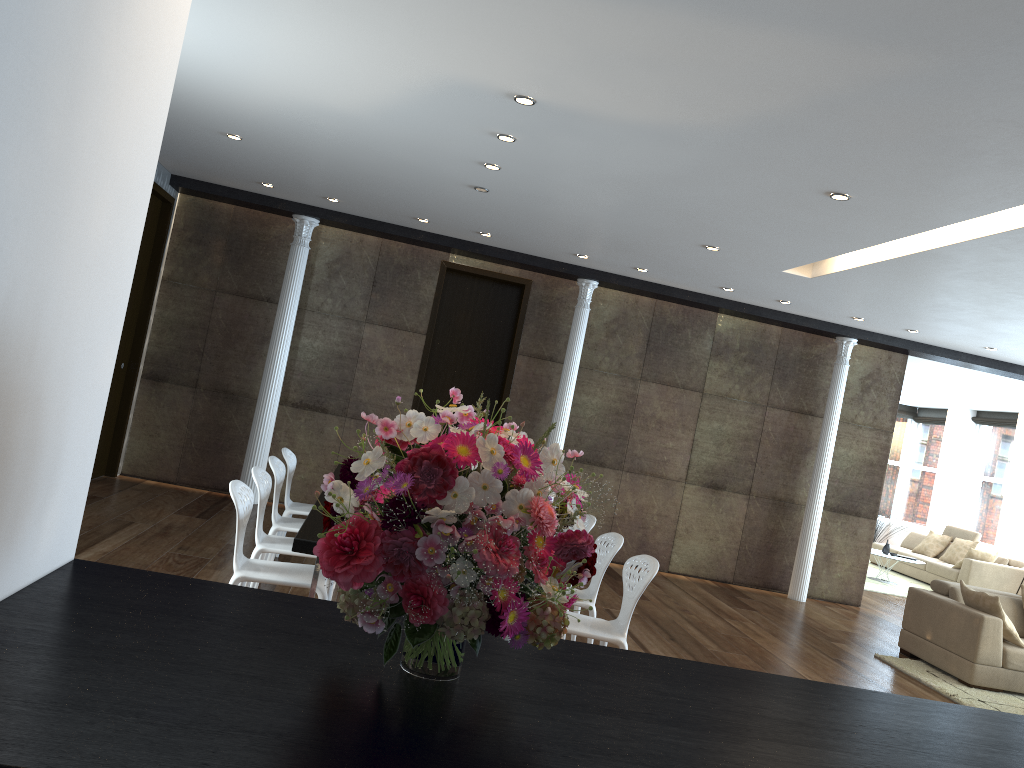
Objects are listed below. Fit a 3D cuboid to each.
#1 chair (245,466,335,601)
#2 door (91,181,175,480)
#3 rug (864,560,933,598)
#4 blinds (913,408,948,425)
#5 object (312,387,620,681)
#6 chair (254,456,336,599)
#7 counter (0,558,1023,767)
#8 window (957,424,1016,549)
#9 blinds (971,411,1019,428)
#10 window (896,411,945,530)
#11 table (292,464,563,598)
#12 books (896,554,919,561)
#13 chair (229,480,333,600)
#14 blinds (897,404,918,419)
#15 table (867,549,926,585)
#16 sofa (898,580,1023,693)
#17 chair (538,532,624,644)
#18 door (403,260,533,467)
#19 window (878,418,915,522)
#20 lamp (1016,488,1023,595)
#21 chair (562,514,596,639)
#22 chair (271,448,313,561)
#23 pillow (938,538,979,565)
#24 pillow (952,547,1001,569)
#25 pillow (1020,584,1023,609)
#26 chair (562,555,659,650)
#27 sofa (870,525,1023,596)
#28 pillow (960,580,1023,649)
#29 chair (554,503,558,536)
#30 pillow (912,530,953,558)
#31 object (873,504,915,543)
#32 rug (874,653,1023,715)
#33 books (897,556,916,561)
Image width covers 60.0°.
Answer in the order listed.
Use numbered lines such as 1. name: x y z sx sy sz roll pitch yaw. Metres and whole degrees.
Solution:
1. chair: -1.274 0.935 5.075 0.581 0.835 0.495 12 -1 -8
2. door: -3.673 -0.481 8.270 0.246 2.814 1.000 12 -1 -8
3. rug: 5.518 2.917 13.814 2.972 0.020 4.231 12 -1 -8
4. blinds: 8.141 0.621 16.962 0.156 0.327 1.377 12 -1 -8
5. object: -0.104 0.285 1.719 0.544 0.552 0.570 11 -1 -2
6. chair: -1.370 0.932 5.770 0.581 0.835 0.495 12 -1 -8
7. counter: -0.089 0.586 1.623 3.700 0.040 1.000 12 -1 -8
8. window: 8.244 1.669 15.150 0.123 2.400 1.444 12 -1 -8
9. blinds: 8.396 0.604 15.163 0.156 0.275 1.442 12 -1 -8
10. window: 13.014 3.445 23.867 34.761 17.917 13.698 12 -1 -8
11. table: -0.650 1.124 5.529 1.200 0.733 3.400 12 -1 -8
12. books: 5.716 2.511 12.882 0.300 0.010 0.220 11 -1 7
13. chair: -1.177 0.939 4.379 0.581 0.835 0.495 12 -1 -8
14. blinds: 7.359 0.469 17.548 1.442 0.312 0.155 12 -1 -8
15. table: 5.394 2.660 12.832 1.022 0.393 1.022 10 -2 37
16. sofa: 4.794 2.155 7.513 2.581 0.950 1.021 12 -1 -8
17. chair: 0.292 1.254 5.264 0.581 0.835 0.495 12 -1 -8
18. door: -0.570 0.173 9.603 1.000 2.814 0.510 12 -1 -8
19. window: 7.154 1.506 17.613 1.474 2.400 0.123 12 -1 -8
20. lamp: 7.241 2.352 12.193 0.698 1.728 0.698 11 -1 16
21. chair: 0.200 1.252 5.996 0.581 0.835 0.495 12 -1 -8
22. chair: -1.466 0.928 6.466 0.581 0.835 0.495 12 -1 -8
23. pillow: 6.912 2.589 13.730 0.301 0.439 0.534 12 -1 -11
24. pillow: 6.781 2.567 12.944 0.518 0.393 0.395 12 -1 -11
25. pillow: 4.571 1.977 7.495 0.534 0.439 0.301 11 -1 -4
26. chair: 0.384 1.257 4.569 0.581 0.835 0.495 12 -1 -8
27. sofa: 6.840 2.713 13.977 1.018 0.950 2.581 12 -1 -8
28. pillow: 3.861 1.849 7.155 0.395 0.393 0.518 11 -1 -4
29. chair: 0.086 1.245 6.683 0.581 0.835 0.495 12 -1 -8
30. pillow: 6.812 2.594 14.347 0.368 0.416 0.519 12 -1 -12
31. object: 6.396 2.612 15.745 1.119 1.014 1.125 12 -1 -21
32. rug: 5.300 2.702 6.259 4.231 0.020 2.972 12 -1 -8
33. books: 5.703 2.518 12.860 0.300 0.010 0.220 11 -1 27
